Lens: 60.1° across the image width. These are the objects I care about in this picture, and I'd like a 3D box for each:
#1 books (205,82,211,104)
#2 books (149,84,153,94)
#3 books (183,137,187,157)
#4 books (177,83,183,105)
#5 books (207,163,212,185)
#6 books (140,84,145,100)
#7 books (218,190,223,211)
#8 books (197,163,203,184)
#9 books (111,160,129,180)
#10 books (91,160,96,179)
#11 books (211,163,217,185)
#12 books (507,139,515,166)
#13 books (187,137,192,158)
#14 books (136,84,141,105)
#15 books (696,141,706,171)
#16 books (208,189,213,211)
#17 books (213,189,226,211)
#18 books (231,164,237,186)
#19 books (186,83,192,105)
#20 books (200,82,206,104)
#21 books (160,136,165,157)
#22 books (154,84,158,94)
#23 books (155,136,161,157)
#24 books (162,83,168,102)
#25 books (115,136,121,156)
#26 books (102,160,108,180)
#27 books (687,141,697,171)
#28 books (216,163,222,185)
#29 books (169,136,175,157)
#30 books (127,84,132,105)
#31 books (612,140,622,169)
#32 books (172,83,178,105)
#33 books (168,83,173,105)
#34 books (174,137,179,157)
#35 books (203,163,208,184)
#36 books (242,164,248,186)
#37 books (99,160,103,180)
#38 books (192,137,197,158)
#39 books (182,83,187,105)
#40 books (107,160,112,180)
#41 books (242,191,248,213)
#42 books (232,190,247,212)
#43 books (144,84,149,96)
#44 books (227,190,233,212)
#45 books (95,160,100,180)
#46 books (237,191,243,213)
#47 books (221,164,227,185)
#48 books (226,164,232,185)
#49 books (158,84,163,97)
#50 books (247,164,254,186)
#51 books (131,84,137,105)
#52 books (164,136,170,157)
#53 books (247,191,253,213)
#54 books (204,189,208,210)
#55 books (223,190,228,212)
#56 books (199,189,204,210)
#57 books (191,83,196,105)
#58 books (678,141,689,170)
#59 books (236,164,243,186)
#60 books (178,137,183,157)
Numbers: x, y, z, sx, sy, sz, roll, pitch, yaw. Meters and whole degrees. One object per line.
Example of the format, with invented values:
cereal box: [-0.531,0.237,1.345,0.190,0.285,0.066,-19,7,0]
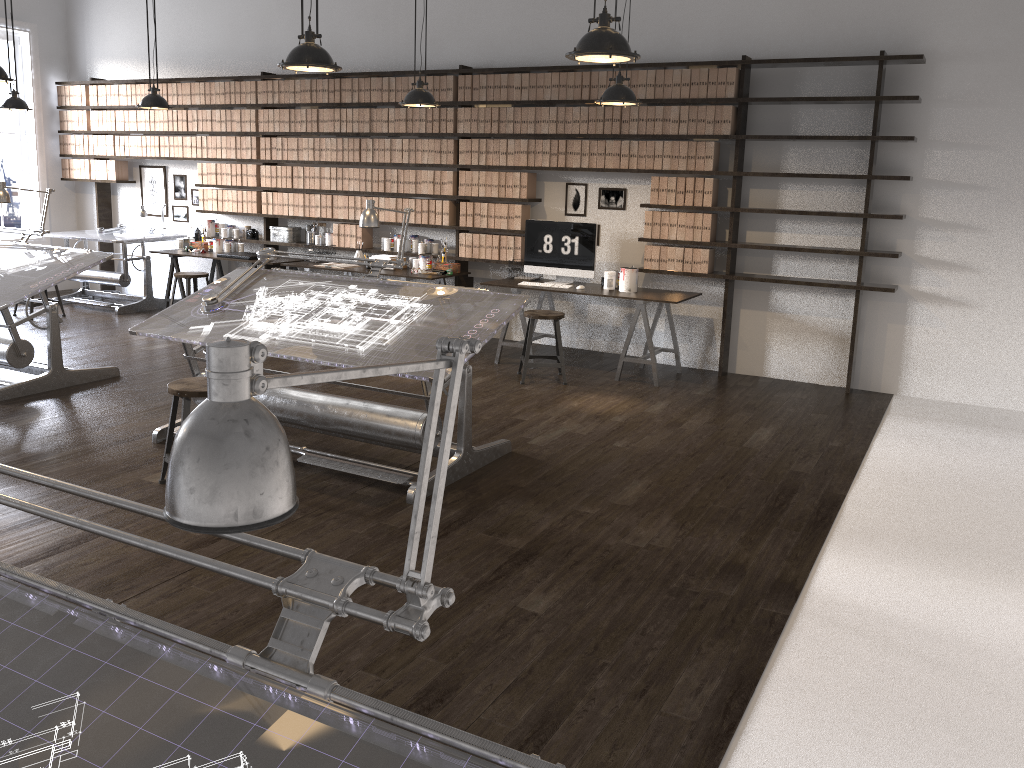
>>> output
books: [-3.115,-3.029,9.259,0.067,0.223,0.176,7,13,27]
books: [-3.851,-3.140,9.634,0.067,0.224,0.176,7,13,27]
books: [-3.446,-2.539,9.519,0.067,0.223,0.176,7,13,27]
books: [-3.477,-3.085,9.448,0.067,0.223,0.175,7,13,27]
books: [-3.149,-2.229,9.410,0.067,0.223,0.176,7,13,27]
books: [-3.977,-3.161,9.703,0.067,0.223,0.175,7,13,27]
books: [-3.030,-1.946,9.393,0.067,0.223,0.176,7,13,27]
books: [-3.270,-2.247,9.468,0.067,0.224,0.176,7,13,27]
books: [-4.471,-2.432,10.094,0.067,0.223,0.176,7,13,27]
books: [-4.774,-2.477,10.247,0.067,0.224,0.176,7,13,27]
books: [-3.092,-2.219,9.375,0.067,0.224,0.176,7,13,27]
books: [0.031,-2.012,7.717,0.067,0.223,0.176,7,13,27]
books: [-3.391,-2.530,9.489,0.067,0.223,0.176,7,13,27]
books: [-4.037,-3.171,9.738,0.067,0.223,0.175,7,13,27]
books: [1.506,-1.786,6.957,0.067,0.223,0.175,7,13,27]
books: [-3.157,-1.965,9.456,0.067,0.223,0.176,7,13,27]
books: [-3.094,-1.955,9.421,0.067,0.224,0.176,7,13,27]
books: [-2.842,-2.183,9.253,0.067,0.223,0.176,7,13,27]
books: [-3.358,-3.065,9.379,0.067,0.224,0.176,7,13,27]
books: [-3.179,-3.038,9.288,0.067,0.224,0.176,7,13,27]
books: [-3.751,-2.586,9.680,0.067,0.223,0.176,7,13,27]
books: [-3.793,-3.133,9.609,0.067,0.223,0.176,7,13,27]
books: [-3.820,-2.596,9.709,0.067,0.224,0.176,7,13,27]
books: [-3.671,-3.113,9.542,0.067,0.224,0.176,7,13,27]
books: [-4.383,-2.682,10.003,0.067,0.223,0.176,7,13,27]
books: [-4.596,-2.450,10.154,0.067,0.224,0.176,7,13,27]
books: [1.444,-1.796,6.989,0.067,0.223,0.176,7,13,27]
books: [-3.030,-2.211,9.349,0.067,0.223,0.176,7,13,27]
books: [-3.626,-2.567,9.614,0.067,0.223,0.175,7,13,27]
books: [-4.163,-3.189,9.797,0.067,0.224,0.176,7,13,27]
books: [0.890,-1.879,7.269,0.067,0.224,0.176,7,13,27]
books: [-3.542,-3.094,9.476,0.067,0.223,0.175,7,13,27]
books: [-3.602,-3.104,9.513,0.067,0.223,0.176,7,13,27]
books: [-3.563,-2.557,9.582,0.067,0.223,0.176,7,13,27]
books: [-3.205,-2.237,9.437,0.067,0.223,0.176,7,13,27]
books: [-2.710,-2.162,9.185,0.067,0.223,0.176,7,13,27]
books: [-4.653,-2.460,10.188,0.067,0.223,0.176,7,13,27]
books: [-3.328,-2.520,9.455,0.067,0.224,0.176,7,13,27]
books: [-3.415,-3.075,9.415,0.067,0.223,0.176,7,13,27]
books: [-4.531,-2.442,10.128,0.067,0.223,0.175,7,13,27]
books: [-2.724,-1.899,9.233,0.067,0.223,0.176,7,13,27]
books: [-2.845,-1.916,9.291,0.067,0.223,0.176,7,13,27]
books: [-3.915,-3.150,9.667,0.067,0.223,0.176,7,13,27]
books: [-2.908,-1.927,9.327,0.067,0.223,0.175,7,13,27]
books: [-4.709,-2.468,10.215,0.067,0.223,0.176,7,13,27]
books: [-2.782,-1.907,9.258,0.067,0.224,0.176,7,13,27]
books: [-2.967,-2.202,9.317,0.067,0.223,0.175,7,13,27]
books: [-2.907,-2.191,9.281,0.067,0.223,0.175,7,13,27]
books: [-3.734,-3.124,9.581,0.067,0.223,0.176,7,13,27]
books: [-2.644,-2.152,9.148,0.067,0.223,0.176,7,13,27]
books: [-4.099,-3.180,9.768,0.067,0.223,0.176,7,13,27]
books: [-3.691,-2.576,9.643,0.067,0.223,0.175,7,13,27]
books: [-2.665,-1.890,9.205,0.067,0.223,0.176,7,13,27]
books: [-3.212,-1.974,9.486,0.067,0.223,0.176,7,13,27]
books: [-2.967,-1.937,9.362,0.067,0.223,0.175,7,13,27]
books: [-3.273,-1.982,9.513,0.067,0.224,0.176,7,13,27]
books: [-3.297,-3.057,9.353,0.067,0.223,0.176,7,13,27]
books: [1.381,-1.804,7.015,0.067,0.224,0.176,7,13,27]
books: [-2.778,-2.171,9.214,0.067,0.224,0.176,7,13,27]
books: [-3.507,-2.547,9.546,0.067,0.224,0.176,7,13,27]
